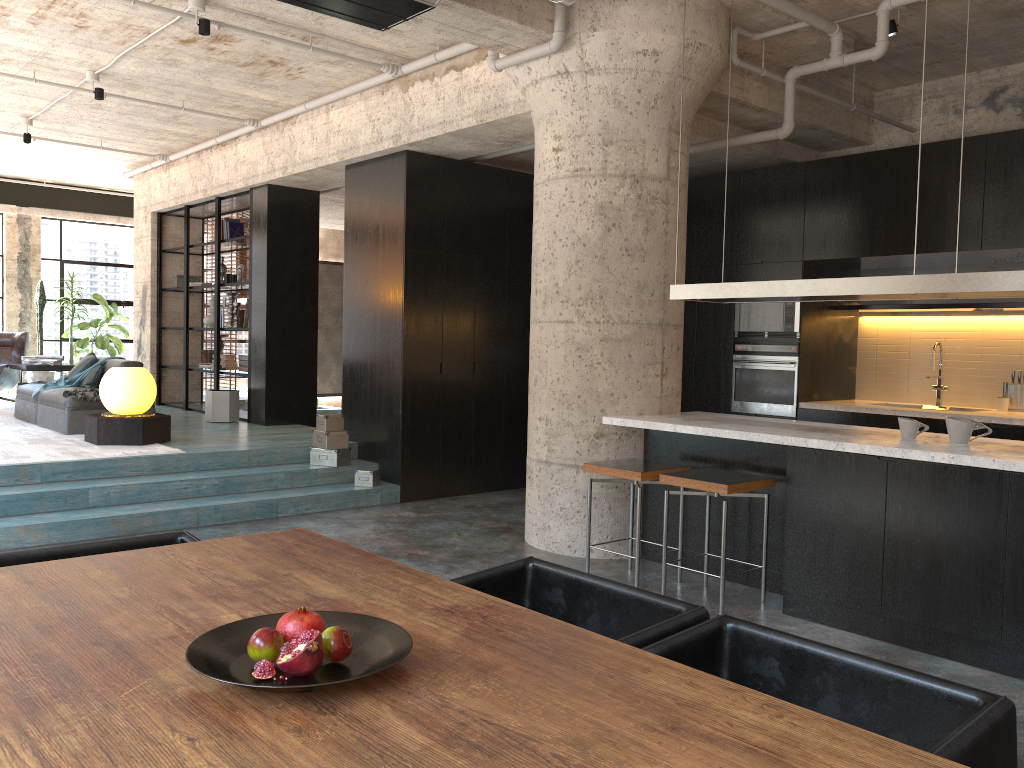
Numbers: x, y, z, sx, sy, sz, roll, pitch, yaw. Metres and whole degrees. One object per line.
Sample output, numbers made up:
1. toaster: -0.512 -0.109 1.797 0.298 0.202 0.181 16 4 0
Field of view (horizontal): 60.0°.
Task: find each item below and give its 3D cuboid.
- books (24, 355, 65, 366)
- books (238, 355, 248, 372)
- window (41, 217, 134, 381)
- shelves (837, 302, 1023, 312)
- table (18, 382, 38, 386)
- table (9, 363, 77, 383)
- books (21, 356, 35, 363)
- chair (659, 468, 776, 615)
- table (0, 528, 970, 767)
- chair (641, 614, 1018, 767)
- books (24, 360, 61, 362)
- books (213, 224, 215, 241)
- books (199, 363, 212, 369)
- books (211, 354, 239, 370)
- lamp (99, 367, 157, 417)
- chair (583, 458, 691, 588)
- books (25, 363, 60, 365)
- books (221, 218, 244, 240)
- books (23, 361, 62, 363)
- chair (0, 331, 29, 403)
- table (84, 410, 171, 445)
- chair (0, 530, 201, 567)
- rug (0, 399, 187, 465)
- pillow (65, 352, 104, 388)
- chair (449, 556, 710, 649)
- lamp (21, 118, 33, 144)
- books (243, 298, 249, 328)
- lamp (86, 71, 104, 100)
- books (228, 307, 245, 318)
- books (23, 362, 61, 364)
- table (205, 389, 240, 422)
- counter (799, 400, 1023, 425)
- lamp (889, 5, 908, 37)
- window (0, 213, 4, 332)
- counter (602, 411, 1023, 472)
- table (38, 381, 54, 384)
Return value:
1. books: -5.338 -0.271 10.126 0.322 0.109 0.273 1 3 -1
2. books: -3.035 -0.241 10.530 0.274 0.197 0.393 -1 4 -41
3. window: -6.589 -1.305 14.189 1.780 2.530 0.081 -1 4 -41
4. shelves: 4.540 -0.583 6.546 0.403 0.043 4.362 -1 4 -41
5. table: -5.566 0.157 10.357 0.365 0.340 0.316 2 3 19
6. table: -5.410 0.046 10.501 0.800 0.570 0.800 -1 4 -41
7. books: -5.659 -0.283 10.499 0.278 0.075 0.320 -1 3 -37
8. chair: 1.131 0.858 4.934 0.450 0.698 0.450 -1 4 -41
9. table: -0.422 0.941 1.742 1.299 0.756 2.410 -1 4 -41
10. chair: 0.574 0.969 1.862 0.754 0.738 0.707 -1 4 -41
11. books: -5.392 -0.262 10.186 0.318 0.011 0.252 3 3 30
12. books: -3.529 -1.857 10.869 0.216 0.290 0.231 -1 4 -41
13. books: -3.789 -0.228 11.237 0.319 0.068 0.231 4 4 40
14. books: -3.557 -0.271 10.994 0.257 0.188 0.306 2 3 14
15. lamp: -3.353 0.065 7.750 0.462 0.417 0.462 1 3 -13
16. chair: 0.737 0.830 5.309 0.450 0.698 0.450 -1 4 -41
17. books: -5.395 -0.229 10.173 0.318 0.011 0.252 3 3 35
18. books: -3.369 -1.848 10.681 0.221 0.298 0.258 -1 4 -41
19. books: -5.389 -0.250 10.179 0.318 0.011 0.252 3 3 25
20. chair: -6.381 -0.183 10.826 0.820 0.940 0.975 1 3 -1
21. table: -3.473 0.379 7.896 0.616 0.230 1.044 -1 4 -41
22. chair: -1.234 0.887 2.673 0.707 0.738 0.754 -1 4 -41
23. rug: -6.287 0.364 9.112 2.954 0.032 7.768 -1 4 -41
24. pillow: -4.472 -0.132 9.240 0.320 0.393 0.670 0 3 -35
25. chair: 0.097 0.931 2.418 0.754 0.738 0.707 -1 4 -41
26. lamp: -5.145 -2.685 9.420 0.107 0.252 0.144 1 3 -9
27. books: -3.036 -0.830 10.446 0.216 0.354 0.256 -1 4 -41
28. lamp: -3.619 -2.584 7.689 0.107 0.215 0.141 3 3 31
29. books: -3.451 -0.849 11.201 0.147 0.299 0.547 -1 4 -41
30. books: -5.384 -0.239 10.161 0.318 0.011 0.252 3 3 25
31. table: -3.215 0.239 9.843 0.365 0.340 0.316 1 3 -11
32. counter: 4.302 0.336 6.400 1.000 0.142 4.360 -1 4 -41
33. lamp: 2.599 -2.475 6.007 0.145 0.236 0.107 3 3 32
34. window: -8.276 -1.277 12.710 1.780 2.530 0.081 -1 4 -41
35. counter: 2.108 0.315 4.689 1.000 0.046 3.500 -1 4 -41
36. table: -5.074 0.167 10.018 0.420 0.390 0.413 -1 4 -41
